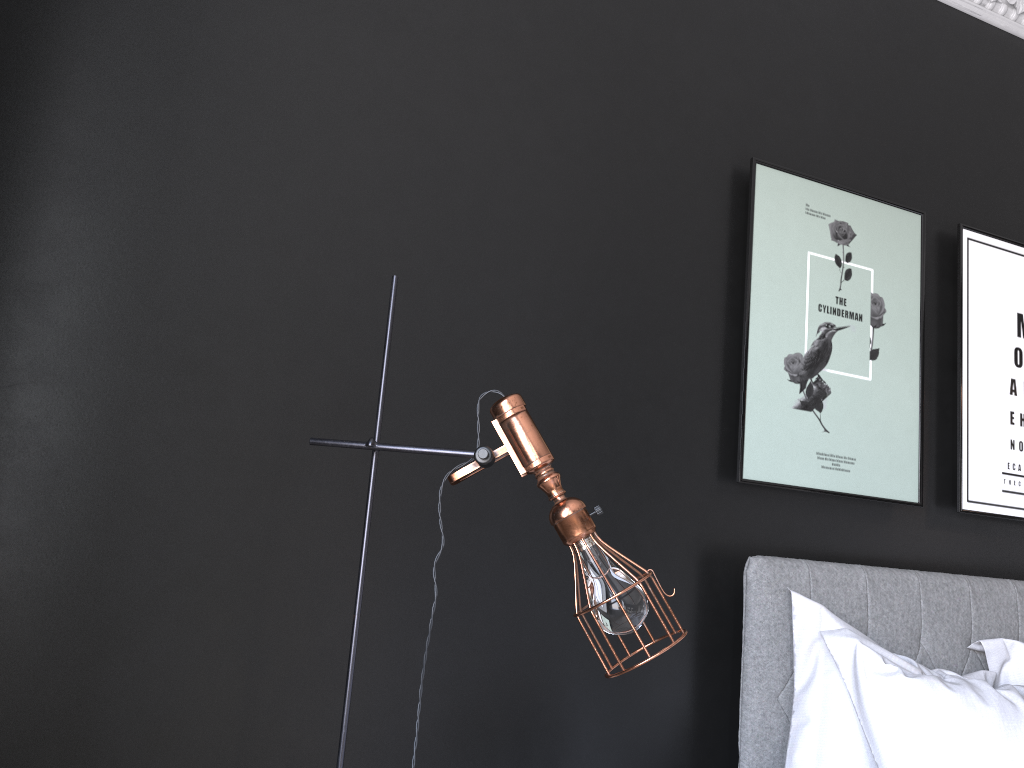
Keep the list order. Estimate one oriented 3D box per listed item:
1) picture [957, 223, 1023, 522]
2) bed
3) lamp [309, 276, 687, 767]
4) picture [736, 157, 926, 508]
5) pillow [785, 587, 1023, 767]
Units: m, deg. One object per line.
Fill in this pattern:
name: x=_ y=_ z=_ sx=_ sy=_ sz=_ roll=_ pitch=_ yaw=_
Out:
picture: x=1.986 y=-0.012 z=3.387 sx=0.792 sy=1.075 sz=0.014 roll=9 pitch=-10 yaw=-23
bed: x=1.992 y=1.069 z=1.525 sx=2.771 sy=1.294 sz=3.288 roll=12 pitch=-13 yaw=-34
lamp: x=-0.546 y=0.641 z=1.738 sx=1.717 sy=1.773 sz=0.438 roll=2 pitch=-10 yaw=14
picture: x=1.106 y=-0.161 z=3.003 sx=0.792 sy=1.075 sz=0.014 roll=9 pitch=-10 yaw=-23
pillow: x=1.602 y=1.045 z=2.583 sx=1.832 sy=0.757 sz=0.681 roll=10 pitch=-11 yaw=-23
